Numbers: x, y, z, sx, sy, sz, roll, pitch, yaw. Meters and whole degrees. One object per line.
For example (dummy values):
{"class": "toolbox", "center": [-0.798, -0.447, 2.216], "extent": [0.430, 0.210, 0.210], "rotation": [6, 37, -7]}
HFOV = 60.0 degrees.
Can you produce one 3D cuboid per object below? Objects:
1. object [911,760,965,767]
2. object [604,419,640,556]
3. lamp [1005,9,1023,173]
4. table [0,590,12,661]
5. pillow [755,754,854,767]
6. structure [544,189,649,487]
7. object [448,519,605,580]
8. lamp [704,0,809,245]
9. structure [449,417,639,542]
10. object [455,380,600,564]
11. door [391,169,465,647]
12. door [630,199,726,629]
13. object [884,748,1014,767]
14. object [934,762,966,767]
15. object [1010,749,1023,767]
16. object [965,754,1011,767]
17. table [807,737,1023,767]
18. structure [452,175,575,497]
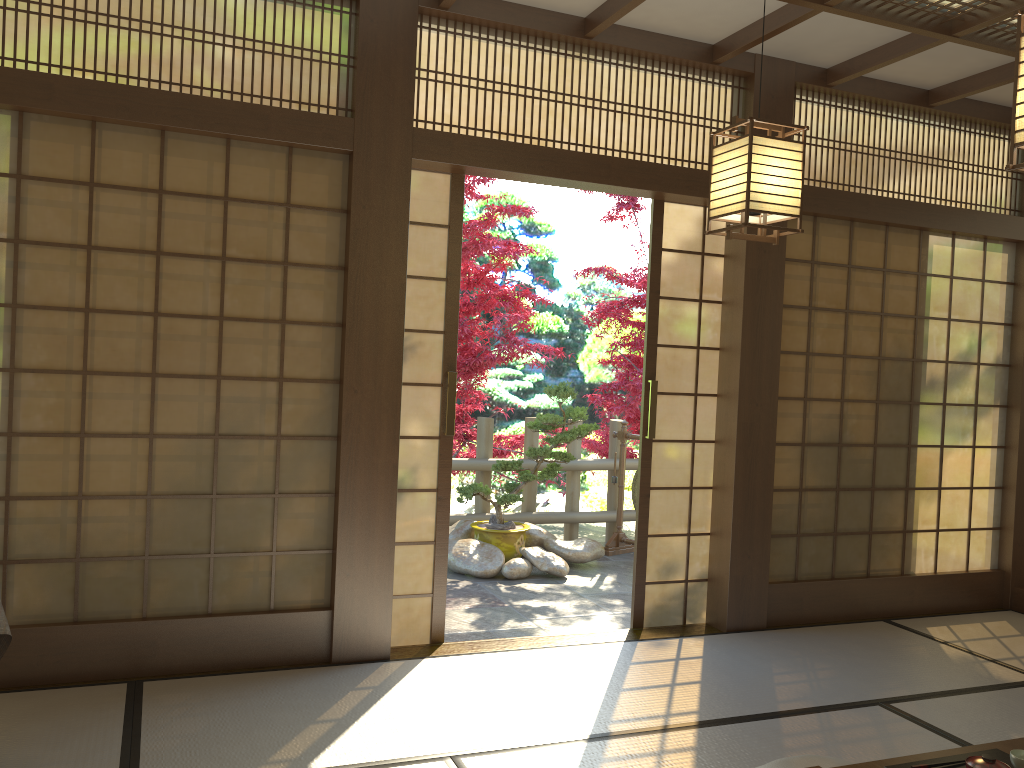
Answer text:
{"class": "object", "center": [1.111, 0.980, 2.293], "extent": [0.200, 0.008, 0.008], "rotation": [2, 1, -21]}
{"class": "object", "center": [1.143, 0.826, 6.745], "extent": [0.368, 1.061, 1.045], "rotation": [2, 2, -43]}
{"class": "lamp", "center": [1.266, -0.999, 1.891], "extent": [0.240, 1.129, 0.240], "rotation": [2, 1, -22]}
{"class": "table", "center": [-1.807, 0.895, 2.504], "extent": [0.633, 0.595, 0.629], "rotation": [2, 1, -22]}
{"class": "pillow", "center": [0.996, 1.282, 2.733], "extent": [0.496, 0.107, 0.486], "rotation": [2, 1, -28]}
{"class": "structure", "center": [2.140, -0.503, 8.939], "extent": [3.045, 4.004, 3.412], "rotation": [2, 1, -19]}
{"class": "object", "center": [0.045, 1.183, 6.490], "extent": [1.260, 0.276, 1.147], "rotation": [2, 1, -26]}
{"class": "lamp", "center": [0.836, -1.040, 2.973], "extent": [0.240, 1.129, 0.240], "rotation": [2, 1, -22]}
{"class": "structure", "center": [-0.168, 0.819, 7.087], "extent": [7.456, 1.136, 0.245], "rotation": [2, 1, -22]}
{"class": "object", "center": [0.118, 0.633, 6.511], "extent": [1.032, 1.362, 0.586], "rotation": [3, 1, 4]}
{"class": "door", "center": [-1.149, 0.100, 3.863], "extent": [1.894, 2.380, 0.073], "rotation": [2, 1, -22]}
{"class": "door", "center": [1.563, 0.205, 4.946], "extent": [1.894, 2.380, 0.073], "rotation": [2, 1, -22]}
{"class": "object", "center": [1.190, 0.993, 2.203], "extent": [0.400, 0.007, 0.300], "rotation": [2, 1, -22]}
{"class": "object", "center": [1.117, 0.981, 2.276], "extent": [0.200, 0.008, 0.008], "rotation": [2, 1, -26]}
{"class": "object", "center": [1.304, 0.968, 2.249], "extent": [0.074, 0.052, 0.073], "rotation": [3, 1, 21]}
{"class": "object", "center": [1.158, 0.946, 2.158], "extent": [0.100, 0.080, 0.100], "rotation": [2, 1, -22]}
{"class": "table", "center": [1.298, 1.172, 1.924], "extent": [1.000, 0.350, 1.000], "rotation": [2, 1, -22]}
{"class": "structure", "center": [-1.147, -0.627, 7.537], "extent": [3.412, 4.004, 3.045], "rotation": [3, 1, 11]}
